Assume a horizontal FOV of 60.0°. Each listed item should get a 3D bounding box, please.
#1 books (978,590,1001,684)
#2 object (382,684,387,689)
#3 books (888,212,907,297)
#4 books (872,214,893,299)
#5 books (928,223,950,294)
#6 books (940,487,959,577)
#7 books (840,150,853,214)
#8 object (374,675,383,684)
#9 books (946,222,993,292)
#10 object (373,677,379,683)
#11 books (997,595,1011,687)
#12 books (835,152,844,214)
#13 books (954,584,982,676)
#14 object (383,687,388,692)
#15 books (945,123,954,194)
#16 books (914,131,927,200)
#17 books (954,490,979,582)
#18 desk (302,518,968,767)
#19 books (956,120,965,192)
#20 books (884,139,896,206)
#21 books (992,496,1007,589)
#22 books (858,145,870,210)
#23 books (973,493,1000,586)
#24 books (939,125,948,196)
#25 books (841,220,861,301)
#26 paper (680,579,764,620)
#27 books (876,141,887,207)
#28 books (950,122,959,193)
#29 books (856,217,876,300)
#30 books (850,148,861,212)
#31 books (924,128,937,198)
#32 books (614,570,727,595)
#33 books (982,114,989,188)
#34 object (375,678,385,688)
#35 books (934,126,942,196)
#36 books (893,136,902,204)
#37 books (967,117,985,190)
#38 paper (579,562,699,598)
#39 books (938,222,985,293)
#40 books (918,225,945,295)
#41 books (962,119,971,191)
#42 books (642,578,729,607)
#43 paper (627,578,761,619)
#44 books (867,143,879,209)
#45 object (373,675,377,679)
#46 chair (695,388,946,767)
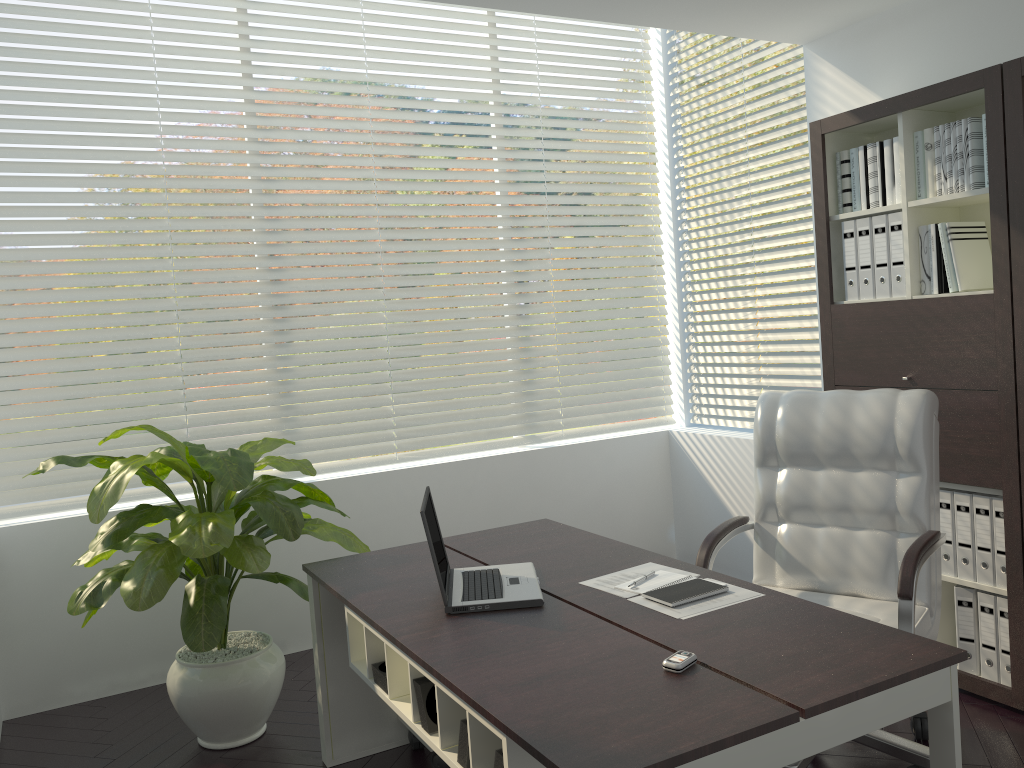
[{"bbox_3d":[1.821,0.899,3.240,0.262,0.320,0.072,-6,3,-28],"label":"books"},{"bbox_3d":[-0.319,0.846,2.564,0.133,0.002,0.119,-6,4,-28],"label":"object"},{"bbox_3d":[1.583,-0.503,3.436,0.262,0.320,0.072,-6,3,-27],"label":"books"},{"bbox_3d":[1.547,-0.505,3.503,0.262,0.320,0.072,-6,3,-28],"label":"books"},{"bbox_3d":[1.649,-0.471,3.328,0.207,0.258,0.040,-6,3,-27],"label":"books"},{"bbox_3d":[1.724,0.542,3.358,0.262,0.320,0.072,-6,3,-28],"label":"books"},{"bbox_3d":[1.445,-0.828,3.658,0.207,0.258,0.040,-6,3,-27],"label":"books"},{"bbox_3d":[-0.320,0.842,2.565,0.133,0.002,0.119,-6,4,-28],"label":"object"},{"bbox_3d":[1.695,-0.471,3.270,0.208,0.257,0.058,-6,3,-27],"label":"books"},{"bbox_3d":[-0.318,0.850,2.563,0.133,0.002,0.119,-6,4,-28],"label":"object"},{"bbox_3d":[1.857,0.901,3.172,0.262,0.320,0.072,-6,3,-26],"label":"books"},{"bbox_3d":[1.430,-0.829,3.689,0.208,0.258,0.021,-6,3,-28],"label":"books"},{"bbox_3d":[1.755,0.897,3.356,0.072,0.320,0.262,-2,4,42],"label":"books"},{"bbox_3d":[-0.317,0.852,2.562,0.133,0.002,0.119,-6,4,-28],"label":"object"},{"bbox_3d":[1.661,-0.817,3.242,0.208,0.258,0.021,-6,3,-28],"label":"books"},{"bbox_3d":[1.607,-0.821,3.355,0.208,0.258,0.040,-6,3,-27],"label":"books"},{"bbox_3d":[1.760,0.544,3.291,0.262,0.320,0.072,-6,3,-28],"label":"books"},{"bbox_3d":[0.153,0.946,2.501,0.976,0.697,1.813,-6,4,-28],"label":"desk"},{"bbox_3d":[1.682,-0.816,3.203,0.208,0.258,0.021,-6,3,-28],"label":"books"},{"bbox_3d":[1.545,-0.824,3.477,0.208,0.258,0.040,-6,3,-28],"label":"books"},{"bbox_3d":[1.831,0.547,3.155,0.262,0.320,0.072,-6,3,-26],"label":"books"},{"bbox_3d":[1.485,-0.826,3.578,0.208,0.258,0.040,-6,3,-27],"label":"books"},{"bbox_3d":[1.796,0.545,3.223,0.262,0.320,0.072,-6,3,-28],"label":"books"},{"bbox_3d":[1.650,-0.818,3.262,0.208,0.258,0.021,-6,3,-28],"label":"books"},{"bbox_3d":[1.476,-0.509,3.639,0.262,0.320,0.072,-6,3,-29],"label":"books"},{"bbox_3d":[0.503,0.577,2.395,0.290,0.001,0.210,-6,4,-30],"label":"paper"},{"bbox_3d":[1.523,-0.824,3.507,0.208,0.258,0.021,-6,3,-27],"label":"books"},{"bbox_3d":[1.671,-0.817,3.222,0.208,0.258,0.021,-6,3,-28],"label":"books"},{"bbox_3d":[1.512,-0.507,3.571,0.262,0.320,0.072,-6,3,-28],"label":"books"},{"bbox_3d":[1.468,-0.828,3.619,0.208,0.258,0.040,-6,3,-28],"label":"books"},{"bbox_3d":[1.624,-0.819,3.311,0.207,0.258,0.040,-6,3,-27],"label":"books"},{"bbox_3d":[0.446,0.569,2.505,0.205,0.012,0.239,-7,5,-40],"label":"books"},{"bbox_3d":[1.735,-0.814,3.113,0.208,0.258,0.040,-6,3,-27],"label":"books"},{"bbox_3d":[-0.318,0.848,2.564,0.133,0.002,0.119,-6,4,-28],"label":"object"},{"bbox_3d":[1.640,-0.818,3.281,0.208,0.258,0.021,-6,3,-28],"label":"books"},{"bbox_3d":[1.563,-0.822,3.433,0.207,0.258,0.040,-6,3,-27],"label":"books"},{"bbox_3d":[1.702,-0.815,3.163,0.208,0.258,0.021,-6,3,-28],"label":"books"},{"bbox_3d":[0.374,0.572,2.603,0.290,0.001,0.210,-7,4,-35],"label":"paper"},{"bbox_3d":[1.674,-0.470,3.286,0.208,0.259,0.060,-6,3,-27],"label":"books"},{"bbox_3d":[1.632,-0.473,3.372,0.208,0.258,0.040,-6,3,-27],"label":"books"},{"bbox_3d":[1.692,-0.816,3.183,0.208,0.258,0.021,-6,3,-28],"label":"books"},{"bbox_3d":[0.475,0.567,2.418,0.205,0.012,0.126,-6,4,-31],"label":"books"},{"bbox_3d":[0.491,0.577,2.402,0.290,0.001,0.210,-6,4,-29],"label":"paper"},{"bbox_3d":[1.503,-0.825,3.534,0.207,0.258,0.040,-6,3,-28],"label":"books"},{"bbox_3d":[-0.319,0.844,2.565,0.133,0.002,0.119,-6,4,-28],"label":"object"},{"bbox_3d":[1.015,0.625,2.890,0.725,1.165,0.830,-2,4,37],"label":"chair"}]
